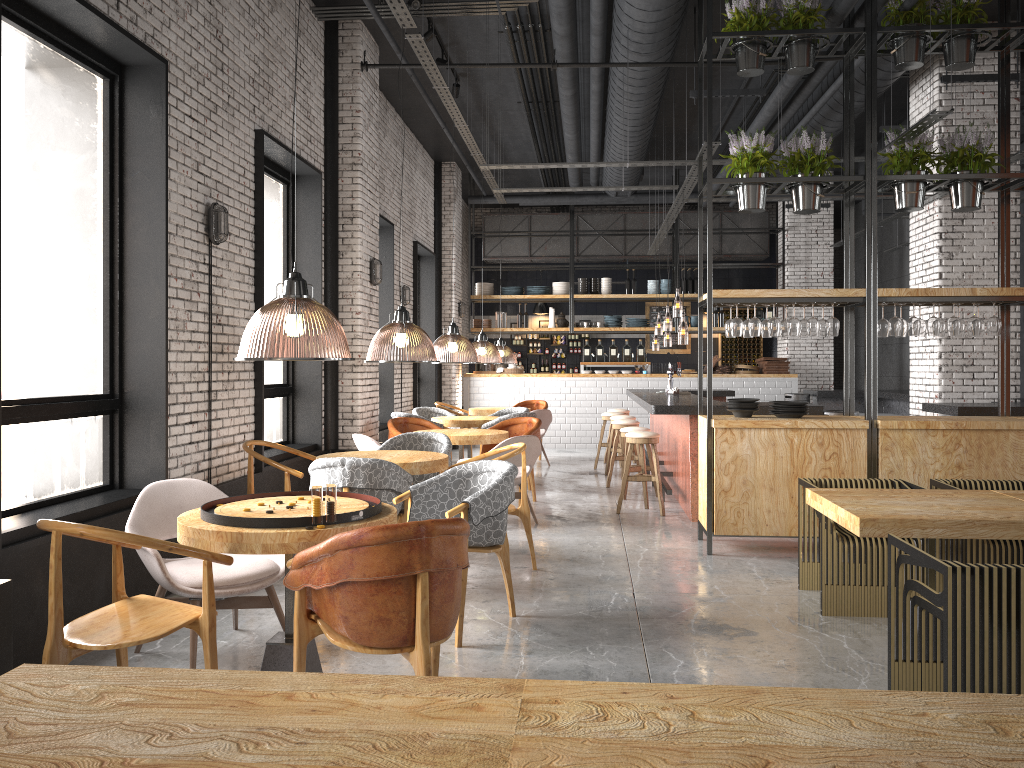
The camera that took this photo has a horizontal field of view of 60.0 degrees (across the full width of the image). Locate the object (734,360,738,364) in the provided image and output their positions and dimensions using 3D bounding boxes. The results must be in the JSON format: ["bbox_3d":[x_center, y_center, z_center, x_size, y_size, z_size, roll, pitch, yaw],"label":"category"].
[{"bbox_3d":[4.802,-0.474,18.941,0.079,0.079,0.281,0,1,5],"label":"object"}]

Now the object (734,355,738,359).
[{"bbox_3d":[4.805,-0.580,18.983,0.079,0.079,0.281,0,1,5],"label":"object"}]

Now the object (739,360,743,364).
[{"bbox_3d":[4.897,-0.475,18.946,0.079,0.079,0.281,0,1,5],"label":"object"}]

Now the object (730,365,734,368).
[{"bbox_3d":[4.710,-0.370,18.972,0.079,0.079,0.281,0,1,5],"label":"object"}]

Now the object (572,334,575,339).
[{"bbox_3d":[1.343,-1.032,19.362,0.076,0.111,0.076,0,0,25],"label":"object"}]

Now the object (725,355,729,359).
[{"bbox_3d":[4.614,-0.580,18.961,0.079,0.079,0.281,0,1,5],"label":"object"}]

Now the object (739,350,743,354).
[{"bbox_3d":[4.898,-0.685,18.956,0.079,0.079,0.283,0,1,5],"label":"object"}]

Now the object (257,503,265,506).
[{"bbox_3d":[-1.117,0.535,3.945,0.032,0.010,0.032,-1,1,-34],"label":"object"}]

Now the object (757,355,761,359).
[{"bbox_3d":[5.274,-0.579,18.922,0.079,0.079,0.281,0,1,5],"label":"object"}]

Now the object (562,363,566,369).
[{"bbox_3d":[1.135,-0.394,19.403,0.100,0.139,0.088,0,0,6],"label":"object"}]

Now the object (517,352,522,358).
[{"bbox_3d":[0.163,-0.642,19.489,0.100,0.139,0.088,0,0,6],"label":"object"}]

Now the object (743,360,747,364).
[{"bbox_3d":[4.992,-0.475,18.947,0.079,0.079,0.281,0,1,5],"label":"object"}]

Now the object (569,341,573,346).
[{"bbox_3d":[1.295,-0.876,19.366,0.076,0.111,0.076,0,0,30],"label":"object"}]

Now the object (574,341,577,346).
[{"bbox_3d":[1.383,-0.875,19.358,0.076,0.111,0.076,0,0,-20],"label":"object"}]

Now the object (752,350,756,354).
[{"bbox_3d":[5.181,-0.685,18.947,0.079,0.079,0.283,0,1,5],"label":"object"}]

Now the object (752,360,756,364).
[{"bbox_3d":[5.181,-0.475,18.946,0.079,0.079,0.281,0,1,5],"label":"object"}]

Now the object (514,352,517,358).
[{"bbox_3d":[0.055,-0.642,19.498,0.100,0.139,0.088,0,0,6],"label":"object"}]

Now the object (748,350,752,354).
[{"bbox_3d":[5.086,-0.685,18.940,0.079,0.079,0.283,0,1,5],"label":"object"}]

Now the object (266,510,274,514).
[{"bbox_3d":[-1.022,0.539,3.738,0.032,0.010,0.032,-1,1,-34],"label":"object"}]

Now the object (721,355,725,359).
[{"bbox_3d":[4.523,-0.581,19.004,0.079,0.079,0.281,0,1,5],"label":"object"}]

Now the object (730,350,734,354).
[{"bbox_3d":[4.709,-0.685,18.964,0.079,0.079,0.283,0,1,5],"label":"object"}]

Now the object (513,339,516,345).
[{"bbox_3d":[0.057,-0.922,19.475,0.076,0.111,0.076,0,0,15],"label":"object"}]

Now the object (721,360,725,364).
[{"bbox_3d":[4.521,-0.475,18.979,0.079,0.079,0.281,0,1,5],"label":"object"}]

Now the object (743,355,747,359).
[{"bbox_3d":[4.993,-0.580,18.963,0.079,0.079,0.281,0,1,5],"label":"object"}]

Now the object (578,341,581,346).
[{"bbox_3d":[1.473,-0.875,19.352,0.076,0.111,0.076,0,0,-30],"label":"object"}]

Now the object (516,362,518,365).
[{"bbox_3d":[0.102,-0.450,19.475,0.071,0.083,0.071,0,1,30],"label":"object"}]

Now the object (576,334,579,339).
[{"bbox_3d":[1.425,-1.032,19.356,0.076,0.111,0.076,0,0,0],"label":"object"}]

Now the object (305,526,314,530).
[{"bbox_3d":[-0.801,0.568,3.505,0.032,0.010,0.032,-1,1,-34],"label":"object"}]

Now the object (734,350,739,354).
[{"bbox_3d":[4.804,-0.685,18.965,0.079,0.079,0.283,0,1,5],"label":"object"}]

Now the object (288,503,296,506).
[{"bbox_3d":[-0.979,0.535,3.946,0.032,0.010,0.032,-1,1,-34],"label":"object"}]

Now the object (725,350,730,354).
[{"bbox_3d":[4.616,-0.686,18.981,0.079,0.079,0.283,0,1,5],"label":"object"}]

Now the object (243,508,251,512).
[{"bbox_3d":[-1.134,0.538,3.791,0.032,0.010,0.032,-1,1,-34],"label":"object"}]

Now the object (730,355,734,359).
[{"bbox_3d":[4.710,-0.580,18.972,0.079,0.079,0.281,0,1,5],"label":"object"}]

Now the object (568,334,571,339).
[{"bbox_3d":[1.261,-1.033,19.370,0.076,0.111,0.076,0,0,15],"label":"object"}]

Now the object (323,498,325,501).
[{"bbox_3d":[-0.871,0.532,4.096,0.032,0.010,0.032,-1,1,-34],"label":"object"}]

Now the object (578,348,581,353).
[{"bbox_3d":[1.477,-0.730,19.371,0.081,0.113,0.071,0,0,4],"label":"object"}]

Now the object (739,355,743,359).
[{"bbox_3d":[4.898,-0.580,18.955,0.079,0.079,0.281,0,1,5],"label":"object"}]

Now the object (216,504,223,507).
[{"bbox_3d":[-1.310,0.547,3.979,0.032,0.010,0.032,-1,1,-34],"label":"object"}]

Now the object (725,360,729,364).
[{"bbox_3d":[4.613,-0.475,18.957,0.079,0.079,0.281,0,1,5],"label":"object"}]

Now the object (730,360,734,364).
[{"bbox_3d":[4.711,-0.475,18.988,0.079,0.079,0.281,0,1,5],"label":"object"}]

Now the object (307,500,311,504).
[{"bbox_3d":[-0.909,0.534,4.013,0.032,0.010,0.032,-1,1,-34],"label":"object"}]

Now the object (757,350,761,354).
[{"bbox_3d":[5.272,-0.684,18.904,0.079,0.079,0.283,0,1,5],"label":"object"}]

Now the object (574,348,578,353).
[{"bbox_3d":[1.394,-0.730,19.378,0.081,0.113,0.071,0,0,4],"label":"object"}]

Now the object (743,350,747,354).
[{"bbox_3d":[4.994,-0.685,18.968,0.079,0.079,0.283,0,1,5],"label":"object"}]

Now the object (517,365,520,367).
[{"bbox_3d":[0.136,-0.367,19.468,0.071,0.083,0.071,0,0,-5],"label":"object"}]

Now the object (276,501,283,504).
[{"bbox_3d":[-1.050,0.534,4.001,0.032,0.010,0.032,-1,1,-34],"label":"object"}]

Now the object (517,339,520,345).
[{"bbox_3d":[0.139,-0.921,19.468,0.076,0.111,0.076,0,0,25],"label":"object"}]

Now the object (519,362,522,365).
[{"bbox_3d":[0.179,-0.450,19.462,0.071,0.083,0.071,0,1,45],"label":"object"}]

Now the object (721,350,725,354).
[{"bbox_3d":[4.520,-0.685,18.966,0.079,0.079,0.283,0,1,5],"label":"object"}]

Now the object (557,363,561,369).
[{"bbox_3d":[1.033,-0.394,19.412,0.100,0.139,0.088,0,0,6],"label":"object"}]

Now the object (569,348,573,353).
[{"bbox_3d":[1.296,-0.730,19.387,0.081,0.113,0.071,0,0,4],"label":"object"}]

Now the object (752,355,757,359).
[{"bbox_3d":[5.178,-0.579,18.908,0.079,0.079,0.281,0,1,5],"label":"object"}]

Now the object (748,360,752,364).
[{"bbox_3d":[5.088,-0.475,18.959,0.079,0.079,0.281,0,1,5],"label":"object"}]

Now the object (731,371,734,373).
[{"bbox_3d":[4.709,-0.265,18.963,0.079,0.079,0.281,0,1,5],"label":"object"}]

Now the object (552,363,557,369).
[{"bbox_3d":[0.925,-0.394,19.422,0.100,0.139,0.088,0,0,6],"label":"object"}]

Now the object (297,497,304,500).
[{"bbox_3d":[-0.981,0.532,4.115,0.032,0.010,0.032,-1,1,-34],"label":"object"}]

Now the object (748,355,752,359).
[{"bbox_3d":[5.086,-0.580,18.939,0.079,0.079,0.281,0,1,5],"label":"object"}]
